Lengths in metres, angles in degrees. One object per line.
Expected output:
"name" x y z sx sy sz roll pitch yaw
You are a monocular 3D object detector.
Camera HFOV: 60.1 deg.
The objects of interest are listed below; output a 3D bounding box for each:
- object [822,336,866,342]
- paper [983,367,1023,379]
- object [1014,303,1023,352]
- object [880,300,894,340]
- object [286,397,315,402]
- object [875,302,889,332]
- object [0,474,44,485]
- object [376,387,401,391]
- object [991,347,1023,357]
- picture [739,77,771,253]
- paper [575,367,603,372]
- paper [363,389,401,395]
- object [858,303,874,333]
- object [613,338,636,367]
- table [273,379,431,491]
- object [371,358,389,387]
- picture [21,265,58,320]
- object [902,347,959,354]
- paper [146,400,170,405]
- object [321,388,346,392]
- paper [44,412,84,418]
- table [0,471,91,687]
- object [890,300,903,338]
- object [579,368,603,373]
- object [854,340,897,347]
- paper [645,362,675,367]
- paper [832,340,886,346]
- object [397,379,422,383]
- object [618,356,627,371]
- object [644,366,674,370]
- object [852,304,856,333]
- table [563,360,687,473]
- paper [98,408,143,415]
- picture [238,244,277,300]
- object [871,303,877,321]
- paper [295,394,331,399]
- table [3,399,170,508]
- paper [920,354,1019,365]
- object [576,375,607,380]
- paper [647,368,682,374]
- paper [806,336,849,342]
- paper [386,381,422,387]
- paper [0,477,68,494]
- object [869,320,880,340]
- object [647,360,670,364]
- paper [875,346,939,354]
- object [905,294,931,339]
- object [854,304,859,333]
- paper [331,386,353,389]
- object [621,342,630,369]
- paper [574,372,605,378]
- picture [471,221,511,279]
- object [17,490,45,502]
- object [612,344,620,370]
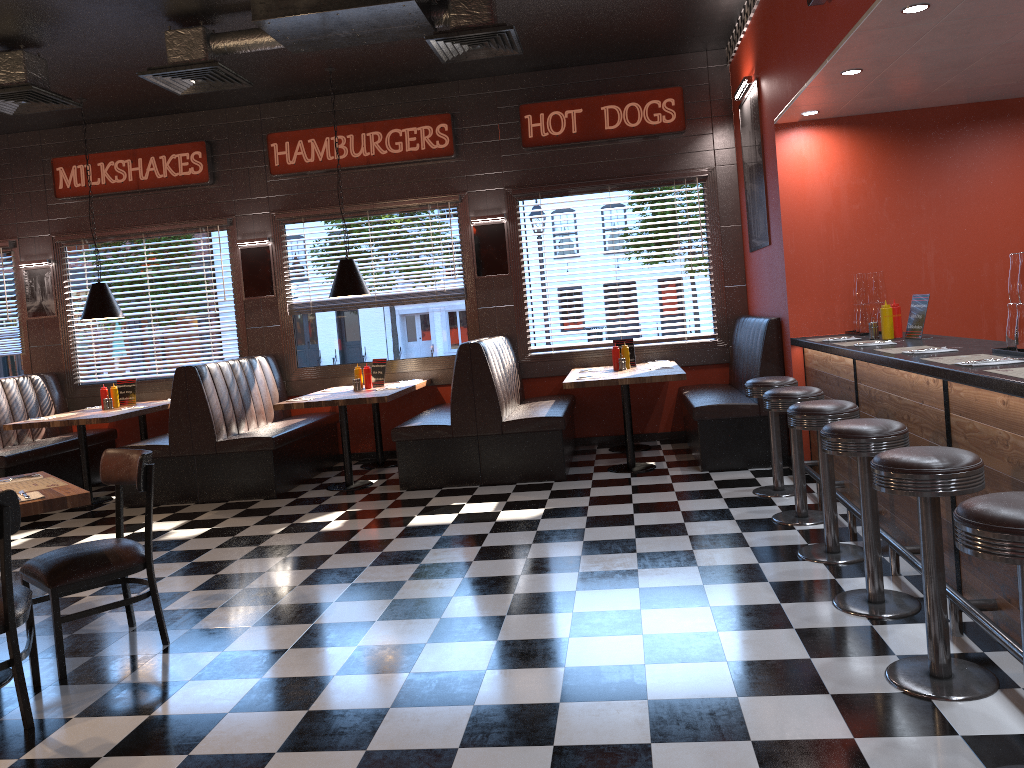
"object" 2.123 -0.291 5.656 0.255 0.019 0.158 -5 4 3
"paper" 1.789 -0.042 2.975 0.261 0.001 0.366 -4 5 8
"object" 2.131 -0.230 3.656 0.105 0.208 0.105 -7 3 -38
"object" 2.254 -0.386 5.327 0.068 0.237 0.068 -5 2 9
"object" -1.754 0.126 7.439 0.255 0.019 0.158 -4 5 13
"object" 2.523 -0.451 6.018 0.105 0.208 0.105 -5 2 -8
"object" -2.293 0.439 4.061 0.255 0.019 0.157 -8 5 -34
"object" -1.112 0.042 7.811 0.255 0.019 0.158 -5 4 4
"object" 2.197 -0.137 3.636 0.272 0.018 0.438 -4 5 7
"picture" 2.019 -1.778 7.402 0.016 1.299 1.026 -5 3 7
"paper" 0.713 -0.135 8.185 0.261 0.001 0.366 -4 5 7
"paper" -1.111 0.069 7.574 0.261 0.001 0.366 -4 5 9
"object" 2.406 -0.441 6.021 0.105 0.208 0.105 -5 2 -8
"object" 1.017 -0.276 8.011 0.188 0.256 0.072 -5 2 2
"table" -1.346 0.442 8.029 0.956 0.772 1.696 -4 4 7
"object" -1.255 -0.107 8.320 0.188 0.256 0.072 -3 3 37
"picture" -4.935 -0.954 9.253 0.351 0.536 0.012 -5 2 7
"object" 1.984 -0.161 4.169 0.255 0.019 0.158 -5 4 3
"paper" -3.387 0.175 8.685 0.261 0.001 0.366 -4 5 9
"object" -1.644 0.050 8.275 0.255 0.019 0.158 -4 5 7
"paper" -4.105 0.286 8.059 0.261 0.001 0.366 -4 5 8
"table" -2.342 0.872 3.675 0.959 0.772 0.959 -8 4 -38
"object" 2.333 -0.398 5.391 0.068 0.237 0.068 -5 2 9
"object" 0.724 -0.126 7.948 0.255 0.019 0.158 -5 4 1
"object" 2.056 -0.230 4.967 0.255 0.019 0.158 -4 5 13
"paper" 1.348 -0.181 8.071 0.261 0.001 0.366 -4 5 7
"paper" 2.052 -0.241 5.208 0.261 0.001 0.366 -4 5 8
"object" -1.000 -0.029 8.577 0.255 0.019 0.158 -4 5 9
"object" 0.958 -0.185 7.703 0.046 0.136 0.094 -3 3 32
"object" 1.241 -0.136 7.512 0.255 0.019 0.158 -5 4 4
"object" 2.451 -0.463 6.249 0.105 0.208 0.105 -5 2 -8
"table" 1.003 0.264 7.740 0.956 0.772 1.696 -4 4 7
"paper" -3.495 0.248 7.876 0.261 0.001 0.366 -5 5 5
"picture" -2.577 -1.133 8.963 0.351 0.536 0.012 -5 2 7
"object" 2.536 -0.461 6.136 0.105 0.208 0.105 -5 2 -8
"paper" -1.740 0.111 7.718 0.261 0.001 0.366 -4 5 9
"table" -3.721 0.621 8.321 0.956 0.772 1.696 -4 4 7
"paper" 1.877 -0.103 3.658 0.261 0.001 0.366 -4 5 8
"object" 0.648 -0.059 7.177 0.255 0.019 0.158 -4 4 6
"paper" 1.245 -0.107 7.260 0.261 0.001 0.366 -5 5 3
"paper" 2.119 -0.300 5.881 0.261 0.001 0.366 -4 5 8
"paper" -1.015 0.000 8.335 0.261 0.001 0.366 -4 5 8
"paper" -2.124 0.448 3.882 0.262 0.001 0.365 -8 6 -38
"object" 2.228 -0.342 5.456 0.046 0.136 0.094 -3 3 42
"object" 1.352 -0.209 8.317 0.255 0.019 0.158 -4 5 10
"paper" 1.979 -0.171 4.405 0.261 0.001 0.366 -4 5 8
"object" 2.368 -0.394 5.177 0.072 0.256 0.188 -5 3 -3
"object" 2.428 -0.452 6.142 0.105 0.208 0.105 -5 2 -8
"paper" -1.622 0.037 8.526 0.261 0.001 0.366 -4 5 5
"object" 1.002 -0.251 7.825 0.068 0.237 0.068 -5 2 5
"paper" 0.652 -0.074 7.473 0.261 0.001 0.366 -4 5 6
"picture" -0.207 -1.312 8.671 0.351 0.536 0.012 -5 2 7
"object" -1.987 0.452 3.576 0.158 0.019 0.255 -8 5 -35
"object" 0.916 -0.241 7.790 0.068 0.237 0.068 -5 2 5
